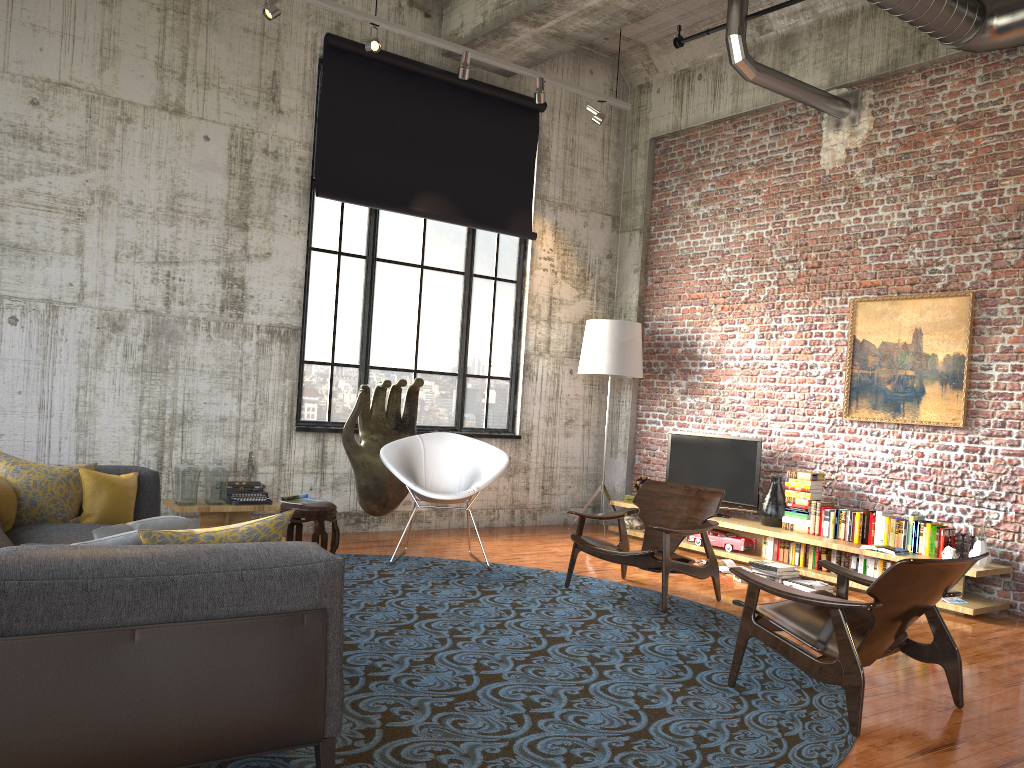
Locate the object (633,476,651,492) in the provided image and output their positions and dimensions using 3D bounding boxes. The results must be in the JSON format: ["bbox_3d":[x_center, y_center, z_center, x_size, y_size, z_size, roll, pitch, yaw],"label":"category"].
[{"bbox_3d":[1.389,1.080,9.355,0.214,0.208,0.216,4,0,43],"label":"object"}]

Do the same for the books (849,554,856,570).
[{"bbox_3d":[2.828,1.499,7.320,0.120,0.182,0.028,4,1,-36],"label":"books"}]

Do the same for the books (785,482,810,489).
[{"bbox_3d":[2.591,0.901,7.872,0.183,0.034,0.253,4,-1,-36],"label":"books"}]

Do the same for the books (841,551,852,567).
[{"bbox_3d":[2.777,1.475,7.364,0.105,0.225,0.033,3,1,-36],"label":"books"}]

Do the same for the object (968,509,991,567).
[{"bbox_3d":[3.464,1.125,6.539,0.197,0.445,0.234,4,1,42],"label":"object"}]

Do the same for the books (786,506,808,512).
[{"bbox_3d":[2.582,1.108,7.876,0.161,0.027,0.223,5,-1,-36],"label":"books"}]

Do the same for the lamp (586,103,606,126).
[{"bbox_3d":[0.829,-2.611,8.582,0.226,0.215,0.102,4,1,5],"label":"lamp"}]

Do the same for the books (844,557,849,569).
[{"bbox_3d":[2.799,1.511,7.339,0.108,0.156,0.036,4,1,-36],"label":"books"}]

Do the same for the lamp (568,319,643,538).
[{"bbox_3d":[1.008,0.466,9.415,0.694,2.244,0.706,4,1,-14],"label":"lamp"}]

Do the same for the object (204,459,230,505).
[{"bbox_3d":[-2.374,0.789,7.115,0.163,0.361,0.163,3,1,-33],"label":"object"}]

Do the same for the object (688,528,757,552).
[{"bbox_3d":[1.981,1.465,8.347,0.244,0.174,0.599,4,-1,-44],"label":"object"}]

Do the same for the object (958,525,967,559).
[{"bbox_3d":[3.485,1.219,6.852,0.057,0.273,0.057,4,1,14],"label":"object"}]

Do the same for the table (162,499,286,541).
[{"bbox_3d":[-2.362,1.149,7.279,0.876,0.359,0.474,4,-1,-36],"label":"table"}]

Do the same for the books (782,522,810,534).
[{"bbox_3d":[2.584,1.278,7.885,0.198,0.066,0.284,4,-1,-36],"label":"books"}]

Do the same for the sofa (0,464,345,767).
[{"bbox_3d":[-1.882,0.873,3.664,1.363,0.861,3.000,4,-1,-34],"label":"sofa"}]

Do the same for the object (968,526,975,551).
[{"bbox_3d":[3.520,1.220,6.781,0.057,0.273,0.057,4,1,14],"label":"object"}]

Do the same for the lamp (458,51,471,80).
[{"bbox_3d":[-0.409,-2.716,7.611,0.102,0.251,0.165,4,0,-11],"label":"lamp"}]

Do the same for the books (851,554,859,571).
[{"bbox_3d":[2.847,1.498,7.290,0.129,0.186,0.043,4,1,-36],"label":"books"}]

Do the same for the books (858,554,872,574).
[{"bbox_3d":[2.887,1.483,7.240,0.133,0.219,0.040,4,1,-36],"label":"books"}]

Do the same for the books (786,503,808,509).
[{"bbox_3d":[2.581,1.082,7.873,0.161,0.026,0.223,5,-1,-36],"label":"books"}]

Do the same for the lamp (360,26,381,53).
[{"bbox_3d":[-1.129,-2.768,7.150,0.102,0.211,0.260,3,0,-41],"label":"lamp"}]

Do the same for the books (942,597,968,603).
[{"bbox_3d":[3.244,1.594,6.603,0.169,0.023,0.230,4,-1,-16],"label":"books"}]

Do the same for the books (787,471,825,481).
[{"bbox_3d":[2.614,0.816,7.878,0.198,0.066,0.259,4,-1,-36],"label":"books"}]

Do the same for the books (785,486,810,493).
[{"bbox_3d":[2.593,0.936,7.875,0.183,0.034,0.253,4,-1,-36],"label":"books"}]

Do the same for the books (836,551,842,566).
[{"bbox_3d":[2.764,1.494,7.403,0.143,0.187,0.043,4,1,-36],"label":"books"}]

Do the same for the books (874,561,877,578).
[{"bbox_3d":[2.962,1.509,7.135,0.127,0.174,0.028,4,1,-36],"label":"books"}]

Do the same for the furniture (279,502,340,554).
[{"bbox_3d":[-1.555,1.130,6.729,0.432,0.477,0.432,4,0,9],"label":"furniture"}]

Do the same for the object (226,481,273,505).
[{"bbox_3d":[-2.202,0.905,7.350,0.424,0.153,0.381,4,-1,-36],"label":"object"}]

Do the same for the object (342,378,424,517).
[{"bbox_3d":[-1.194,0.570,7.974,0.728,1.297,0.455,4,1,-24],"label":"object"}]

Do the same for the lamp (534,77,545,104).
[{"bbox_3d":[0.256,-2.663,8.100,0.102,0.251,0.165,4,0,9],"label":"lamp"}]

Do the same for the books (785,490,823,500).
[{"bbox_3d":[2.593,0.983,7.875,0.180,0.060,0.259,4,-1,-36],"label":"books"}]

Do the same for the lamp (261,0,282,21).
[{"bbox_3d":[-1.796,-2.822,6.637,0.183,0.241,0.102,4,1,-41],"label":"lamp"}]

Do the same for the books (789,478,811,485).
[{"bbox_3d":[2.607,0.867,7.872,0.168,0.037,0.231,4,-1,-36],"label":"books"}]

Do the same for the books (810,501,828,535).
[{"bbox_3d":[2.671,1.166,7.719,0.176,0.291,0.044,4,1,-36],"label":"books"}]

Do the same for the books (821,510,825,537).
[{"bbox_3d":[2.728,1.202,7.637,0.161,0.223,0.026,4,1,-36],"label":"books"}]

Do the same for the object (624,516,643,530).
[{"bbox_3d":[1.257,1.457,9.335,0.183,0.133,0.273,4,-1,-27],"label":"object"}]

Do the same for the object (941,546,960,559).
[{"bbox_3d":[3.272,1.280,6.606,0.123,0.123,0.251,4,-1,9],"label":"object"}]

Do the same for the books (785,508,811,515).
[{"bbox_3d":[2.580,1.134,7.876,0.160,0.026,0.250,5,-1,-36],"label":"books"}]

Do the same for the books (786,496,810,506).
[{"bbox_3d":[2.588,1.041,7.876,0.171,0.057,0.246,4,-1,-36],"label":"books"}]

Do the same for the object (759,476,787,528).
[{"bbox_3d":[2.413,1.076,8.137,0.268,0.456,0.267,4,0,-5],"label":"object"}]

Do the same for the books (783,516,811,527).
[{"bbox_3d":[2.581,1.218,7.877,0.176,0.053,0.290,4,-1,-36],"label":"books"}]

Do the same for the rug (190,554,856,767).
[{"bbox_3d":[-0.673,1.397,4.911,4.844,0.009,4.848,4,-1,10],"label":"rug"}]

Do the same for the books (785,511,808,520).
[{"bbox_3d":[2.581,1.169,7.886,0.175,0.045,0.240,4,-1,-36],"label":"books"}]

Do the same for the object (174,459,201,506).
[{"bbox_3d":[-2.561,0.774,6.979,0.163,0.361,0.163,3,1,-38],"label":"object"}]

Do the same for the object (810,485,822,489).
[{"bbox_3d":[2.591,0.901,7.872,0.178,0.031,0.248,4,-1,-36],"label":"object"}]
